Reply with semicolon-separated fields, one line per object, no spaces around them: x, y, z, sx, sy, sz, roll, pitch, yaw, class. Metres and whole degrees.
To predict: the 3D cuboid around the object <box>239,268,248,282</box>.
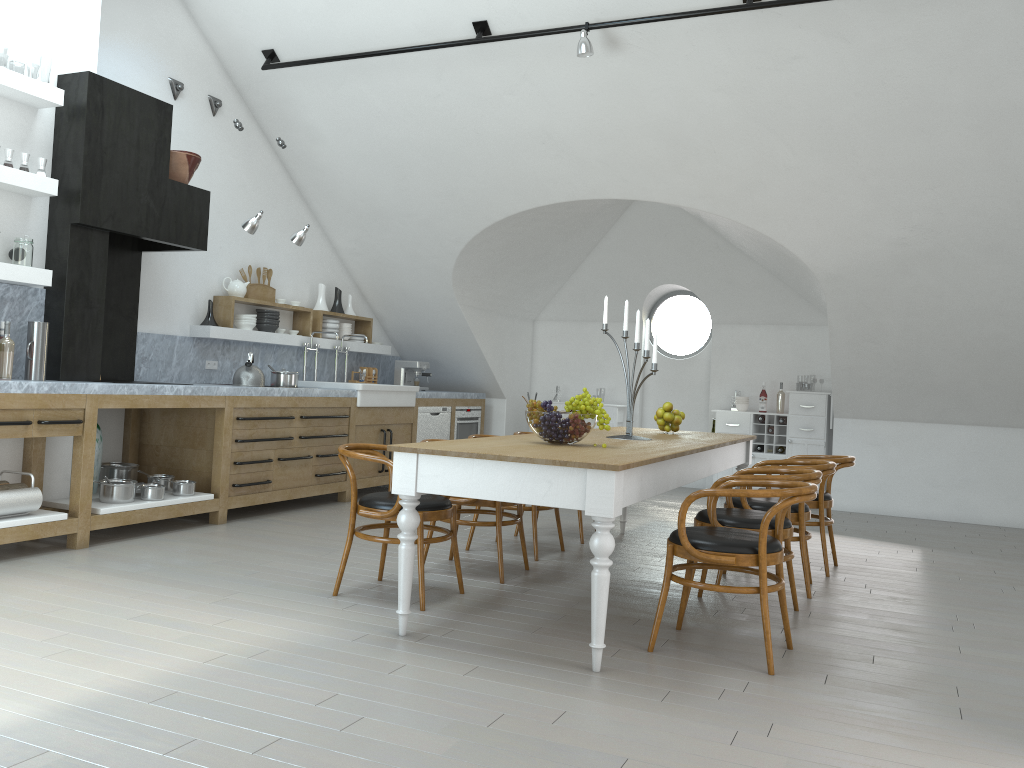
-2.282;-0.866;7.642;0.016;0.259;0.199;2;-2;34;object

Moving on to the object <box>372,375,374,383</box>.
-1.460;-0.053;9.323;0.018;0.196;0.020;5;-2;-44;object

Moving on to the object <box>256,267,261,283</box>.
-2.220;-0.879;7.786;0.040;0.299;0.061;2;-2;21;object

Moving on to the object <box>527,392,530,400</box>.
0.211;0.228;10.263;0.088;0.269;0.029;3;-2;-3;object

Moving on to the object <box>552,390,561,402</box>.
0.522;0.143;10.397;0.101;0.138;0.067;2;-2;24;object

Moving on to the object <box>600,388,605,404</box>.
1.023;0.139;10.040;0.063;0.187;0.063;3;-2;9;object

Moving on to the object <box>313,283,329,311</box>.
-1.841;-0.835;8.576;0.156;0.268;0.156;3;-1;13;object

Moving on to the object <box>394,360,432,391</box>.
-1.029;-0.084;9.583;0.387;0.320;0.324;3;-1;24;object

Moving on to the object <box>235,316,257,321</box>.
-2.276;-0.534;7.572;0.181;0.069;0.181;3;0;41;object

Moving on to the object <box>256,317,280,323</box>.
-2.156;-0.541;7.829;0.205;0.086;0.205;3;0;-24;object

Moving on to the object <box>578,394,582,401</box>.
0.781;0.168;10.025;0.082;0.105;0.081;2;-1;37;object

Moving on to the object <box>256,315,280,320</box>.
-2.160;-0.563;7.832;0.206;0.072;0.205;3;0;11;object

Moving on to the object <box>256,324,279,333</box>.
-2.165;-0.487;7.827;0.206;0.072;0.205;3;0;11;object

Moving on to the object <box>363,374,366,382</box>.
-1.523;-0.047;9.122;0.044;0.179;0.019;3;-2;9;object

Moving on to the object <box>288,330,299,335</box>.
-2.022;-0.470;8.205;0.098;0.049;0.098;3;0;21;object

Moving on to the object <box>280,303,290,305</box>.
-2.094;-0.719;8.022;0.164;0.012;0.163;3;0;41;object

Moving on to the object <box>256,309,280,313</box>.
-2.162;-0.616;7.837;0.205;0.080;0.205;3;0;26;object

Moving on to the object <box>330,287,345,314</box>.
-1.732;-0.830;8.815;0.156;0.268;0.156;2;-1;28;object

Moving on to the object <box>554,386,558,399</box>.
0.517;0.107;10.406;0.039;0.175;0.054;2;-2;24;object

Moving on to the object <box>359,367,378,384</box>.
-1.506;-0.066;9.292;0.104;0.223;0.200;2;-1;24;object

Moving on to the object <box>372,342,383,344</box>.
-1.473;-0.430;9.421;0.213;0.025;0.213;3;0;11;object

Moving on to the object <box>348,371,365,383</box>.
-1.587;-0.044;9.084;0.100;0.171;0.172;2;-1;26;object

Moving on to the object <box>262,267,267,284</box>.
-2.188;-0.878;7.809;0.019;0.299;0.057;2;-2;24;object

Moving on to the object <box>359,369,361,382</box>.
-1.557;-0.058;9.102;0.019;0.196;0.022;2;-2;12;object

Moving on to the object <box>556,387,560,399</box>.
0.540;0.110;10.380;0.039;0.164;0.024;2;-2;37;object

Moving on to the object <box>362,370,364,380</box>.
-1.538;-0.057;9.115;0.023;0.196;0.018;2;-2;19;object

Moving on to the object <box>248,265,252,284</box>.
-2.269;-0.883;7.677;0.027;0.299;0.055;2;-2;24;object

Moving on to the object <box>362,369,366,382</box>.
-1.521;-0.059;9.108;0.040;0.192;0.042;4;-2;-30;object

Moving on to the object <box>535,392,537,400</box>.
0.261;0.231;10.241;0.029;0.269;0.088;4;-2;-39;object

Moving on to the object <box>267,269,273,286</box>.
-2.165;-0.876;7.868;0.039;0.298;0.067;2;-2;24;object

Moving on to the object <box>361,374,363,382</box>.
-1.543;-0.048;9.089;0.019;0.179;0.044;3;-2;-11;object

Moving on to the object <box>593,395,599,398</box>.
0.950;0.180;10.028;0.071;0.099;0.071;4;-2;-43;object

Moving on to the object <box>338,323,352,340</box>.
-1.677;-0.524;8.866;0.157;0.160;0.154;4;-1;-38;object

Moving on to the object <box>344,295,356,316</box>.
-1.651;-0.801;9.023;0.156;0.218;0.156;3;-1;5;object

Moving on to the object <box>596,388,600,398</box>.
0.984;0.141;10.090;0.054;0.179;0.054;3;-2;1;object

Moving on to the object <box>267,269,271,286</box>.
-2.166;-0.876;7.910;0.030;0.294;0.057;2;-2;24;object

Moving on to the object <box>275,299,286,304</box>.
-2.093;-0.742;8.023;0.098;0.049;0.098;3;0;21;object

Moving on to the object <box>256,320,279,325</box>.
-2.163;-0.513;7.828;0.205;0.086;0.205;3;0;-29;object

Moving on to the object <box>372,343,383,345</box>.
-1.473;-0.421;9.421;0.213;0.025;0.213;3;0;11;object

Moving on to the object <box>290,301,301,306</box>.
-2.006;-0.738;8.219;0.098;0.049;0.098;3;0;21;object

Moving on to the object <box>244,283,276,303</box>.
-2.215;-0.800;7.779;0.084;0.158;0.353;2;-1;24;object

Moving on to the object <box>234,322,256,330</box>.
-2.279;-0.488;7.569;0.181;0.064;0.181;3;0;-44;object

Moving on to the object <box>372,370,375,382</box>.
-1.457;-0.056;9.307;0.040;0.192;0.042;3;-2;-16;object

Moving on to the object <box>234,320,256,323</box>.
-2.278;-0.511;7.569;0.181;0.065;0.181;3;0;-29;object

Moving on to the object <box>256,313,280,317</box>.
-2.160;-0.588;7.837;0.205;0.084;0.205;3;0;-39;object

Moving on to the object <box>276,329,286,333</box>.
-2.100;-0.474;8.029;0.098;0.049;0.098;3;0;21;object

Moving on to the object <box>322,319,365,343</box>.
-1.700;-0.523;8.875;0.198;0.196;0.656;2;0;23;object
